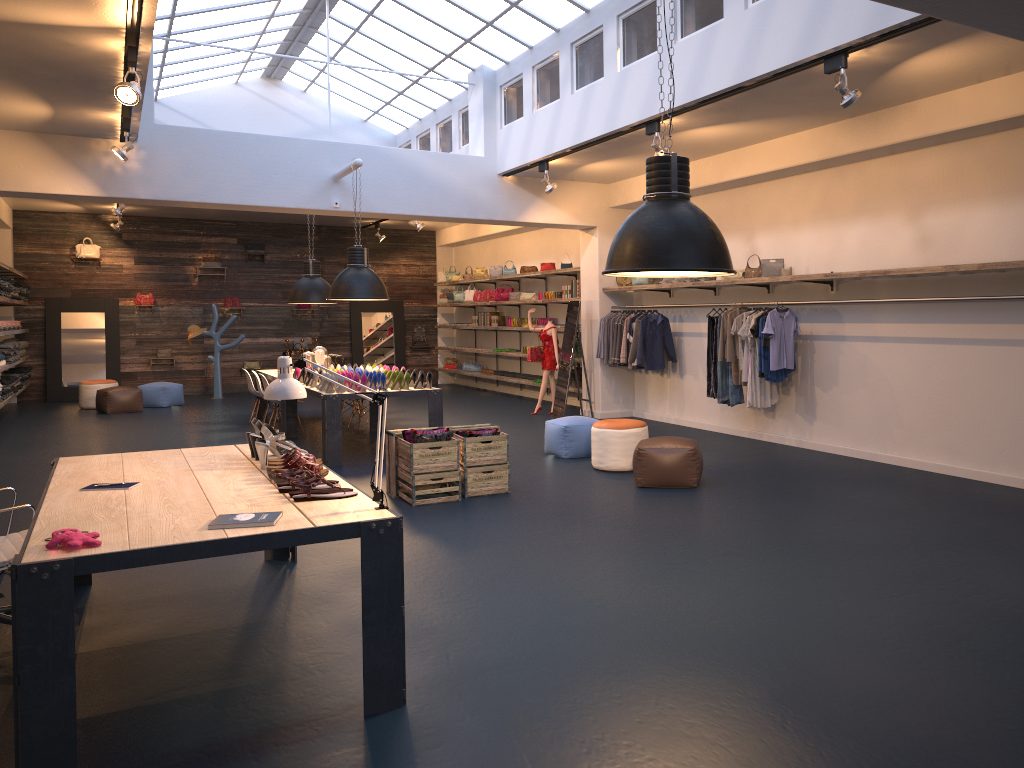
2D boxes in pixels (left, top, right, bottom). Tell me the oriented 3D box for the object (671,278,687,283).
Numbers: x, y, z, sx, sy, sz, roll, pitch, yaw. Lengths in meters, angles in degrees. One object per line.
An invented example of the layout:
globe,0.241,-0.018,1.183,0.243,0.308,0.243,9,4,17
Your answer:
object,2.241,-1.406,11.637,0.234,0.125,0.189,0,3,8

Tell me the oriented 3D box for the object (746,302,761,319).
object,2.864,-0.853,10.095,0.388,0.197,0.013,-2,2,-30

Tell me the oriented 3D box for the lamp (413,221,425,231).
lamp,-1.694,-2.909,15.755,0.231,0.327,0.188,0,2,16

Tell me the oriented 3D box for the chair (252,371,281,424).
chair,-3.318,0.208,12.086,0.577,0.800,0.439,-1,2,-20

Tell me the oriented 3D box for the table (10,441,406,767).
table,-1.484,0.834,4.122,1.326,0.739,2.362,-2,4,-26

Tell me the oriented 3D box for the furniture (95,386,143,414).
furniture,-6.424,0.246,14.210,0.704,0.422,0.595,-3,4,-43

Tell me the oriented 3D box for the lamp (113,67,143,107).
lamp,-2.813,-2.206,6.440,0.169,0.314,0.267,0,2,28

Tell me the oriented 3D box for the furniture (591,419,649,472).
furniture,1.088,0.605,8.730,0.620,0.480,0.542,-2,3,-25

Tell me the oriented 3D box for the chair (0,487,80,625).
chair,-2.411,0.795,4.058,0.638,0.836,0.726,1,3,42

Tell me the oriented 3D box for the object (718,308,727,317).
object,2.619,-0.903,10.623,0.250,0.177,0.013,-2,1,-30

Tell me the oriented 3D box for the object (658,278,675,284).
object,2.124,-1.425,11.891,0.234,0.125,0.189,0,3,8

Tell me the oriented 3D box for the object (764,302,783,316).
object,3.000,-0.838,9.785,0.435,0.179,0.016,-2,1,-29

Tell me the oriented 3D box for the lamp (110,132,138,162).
lamp,-3.902,-2.367,8.705,0.168,0.327,0.258,1,2,33

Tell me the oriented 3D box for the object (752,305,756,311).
object,2.835,-0.857,10.143,0.323,0.197,0.011,-2,1,-29

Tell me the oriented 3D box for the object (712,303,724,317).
object,2.572,-0.910,10.724,0.250,0.177,0.013,-2,1,-30

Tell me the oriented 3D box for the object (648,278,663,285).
object,2.017,-1.528,12.242,0.253,0.283,0.360,-1,3,-8

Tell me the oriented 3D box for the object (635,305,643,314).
object,1.810,-1.015,12.398,0.463,0.219,0.009,-2,2,-30

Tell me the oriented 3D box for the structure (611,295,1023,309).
structure,3.197,-0.878,9.380,0.042,0.039,8.109,-1,4,-25

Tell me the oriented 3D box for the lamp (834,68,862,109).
lamp,2.537,-2.231,6.603,0.231,0.327,0.188,0,2,16

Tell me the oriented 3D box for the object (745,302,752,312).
object,2.797,-0.852,10.234,0.463,0.219,0.009,-2,2,-30

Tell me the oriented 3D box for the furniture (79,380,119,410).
furniture,-7.062,0.172,14.845,0.620,0.480,0.542,-2,3,-25

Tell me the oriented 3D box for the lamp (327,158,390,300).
lamp,-1.794,-1.801,10.088,0.758,1.645,0.642,-1,1,-36

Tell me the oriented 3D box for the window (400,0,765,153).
window,-1.921,-3.680,10.306,4.813,0.651,10.528,-2,5,-26

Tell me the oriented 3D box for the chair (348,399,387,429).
chair,-1.991,0.201,12.107,0.588,0.800,0.429,-2,2,-34

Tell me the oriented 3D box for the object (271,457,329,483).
object,-1.003,0.404,4.126,0.279,0.117,0.092,-3,3,-34

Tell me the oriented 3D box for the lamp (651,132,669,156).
lamp,1.511,-2.396,8.823,0.173,0.327,0.252,0,2,19

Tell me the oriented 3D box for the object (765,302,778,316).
object,2.982,-0.824,9.833,0.463,0.219,0.009,-2,1,-29

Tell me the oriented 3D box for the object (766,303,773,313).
object,2.950,-0.829,9.902,0.462,0.219,0.009,-2,1,-28

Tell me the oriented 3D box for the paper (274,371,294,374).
paper,-3.251,-0.174,12.550,0.351,0.014,0.686,-1,5,-16

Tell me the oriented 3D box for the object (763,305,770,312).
object,2.922,-0.843,9.960,0.417,0.197,0.008,-2,1,-29

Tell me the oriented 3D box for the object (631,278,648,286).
object,1.885,-1.598,12.584,0.361,0.366,0.179,0,1,7

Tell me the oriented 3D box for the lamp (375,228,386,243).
lamp,-2.736,-3.076,18.008,0.231,0.327,0.188,0,2,16

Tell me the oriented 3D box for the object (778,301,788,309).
object,3.032,-0.835,9.722,0.435,0.179,0.016,-2,1,-29

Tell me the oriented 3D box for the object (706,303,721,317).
object,2.521,-0.919,10.834,0.250,0.177,0.013,-2,1,-30

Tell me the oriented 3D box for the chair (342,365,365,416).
chair,-2.517,0.117,13.241,0.583,0.800,0.434,-1,2,-26

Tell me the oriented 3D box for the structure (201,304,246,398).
structure,-5.611,-0.634,16.654,0.977,1.806,0.170,0,1,-5

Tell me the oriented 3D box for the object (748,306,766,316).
object,2.881,-0.861,10.056,0.388,0.177,0.013,-2,2,-30

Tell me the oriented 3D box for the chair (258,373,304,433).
chair,-3.059,0.250,11.521,0.585,0.800,0.432,-1,2,-29

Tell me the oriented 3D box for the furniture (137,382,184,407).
furniture,-6.133,0.174,15.150,0.631,0.422,0.668,0,3,12

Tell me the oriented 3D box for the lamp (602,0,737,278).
lamp,0.799,-1.385,4.475,0.649,1.645,0.751,0,1,32

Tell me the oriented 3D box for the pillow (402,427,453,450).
pillow,-0.723,0.529,7.276,0.383,0.349,0.406,-2,3,-27

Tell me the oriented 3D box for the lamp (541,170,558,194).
lamp,0.461,-2.563,11.083,0.242,0.327,0.180,0,1,0

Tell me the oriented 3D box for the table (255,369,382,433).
table,-2.815,0.213,12.386,1.326,0.739,2.362,-2,4,-26

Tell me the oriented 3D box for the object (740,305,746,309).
object,2.744,-0.880,10.335,0.435,0.179,0.016,-2,1,-28

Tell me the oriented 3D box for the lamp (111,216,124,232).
lamp,-7.091,-2.877,15.595,0.231,0.327,0.188,0,2,16

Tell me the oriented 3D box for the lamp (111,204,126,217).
lamp,-6.057,-2.712,13.358,0.231,0.327,0.188,0,2,16

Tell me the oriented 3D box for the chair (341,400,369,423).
chair,-2.316,0.162,12.646,0.585,0.800,0.432,-1,2,-29

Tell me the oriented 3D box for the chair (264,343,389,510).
chair,-0.753,0.201,3.602,0.544,0.745,0.169,0,1,8

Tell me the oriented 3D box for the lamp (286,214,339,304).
lamp,-2.859,-1.971,12.385,0.686,1.645,0.714,0,1,9

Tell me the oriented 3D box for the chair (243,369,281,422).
chair,-3.622,0.167,12.636,0.585,0.800,0.432,-1,2,-29

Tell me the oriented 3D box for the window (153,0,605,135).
window,-0.559,-4.400,7.286,4.648,0.836,17.457,-2,5,-25

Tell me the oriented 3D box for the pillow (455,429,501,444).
pillow,-0.319,0.537,7.612,0.332,0.319,0.426,-2,3,-27

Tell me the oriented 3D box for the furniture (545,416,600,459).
furniture,0.707,0.568,9.618,0.698,0.422,0.601,-2,4,-29

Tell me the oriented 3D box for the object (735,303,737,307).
object,2.700,-0.888,10.444,0.435,0.179,0.016,-2,1,-28

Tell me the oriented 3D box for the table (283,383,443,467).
table,-1.817,0.372,10.228,1.326,0.739,2.362,-2,4,-26
